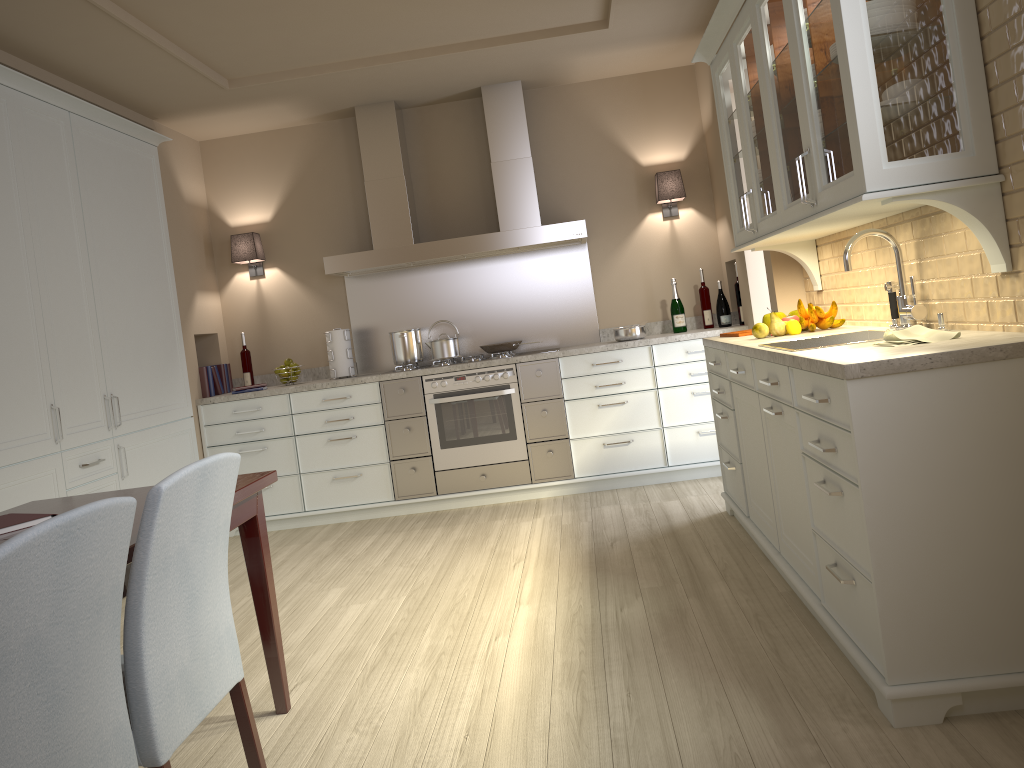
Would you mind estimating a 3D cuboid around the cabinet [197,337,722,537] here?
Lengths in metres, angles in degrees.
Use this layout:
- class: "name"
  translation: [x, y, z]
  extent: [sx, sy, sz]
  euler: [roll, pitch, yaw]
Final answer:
- class: "cabinet"
  translation: [-0.182, 0.277, 5.329]
  extent: [3.203, 0.794, 0.644]
  euler: [-8, 1, 4]

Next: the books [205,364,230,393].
- class: "books"
  translation: [-1.860, -0.027, 5.546]
  extent: [0.164, 0.183, 0.032]
  euler: [-8, 0, 4]

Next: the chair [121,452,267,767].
- class: "chair"
  translation: [-0.785, 0.587, 1.746]
  extent: [0.505, 0.828, 0.400]
  euler: [-8, 0, 4]

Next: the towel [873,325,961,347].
- class: "towel"
  translation: [1.055, -0.126, 2.313]
  extent: [0.171, 0.050, 0.164]
  euler: [-8, 4, -10]

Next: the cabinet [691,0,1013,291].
- class: "cabinet"
  translation: [1.030, -0.874, 3.076]
  extent: [0.411, 1.112, 1.933]
  euler: [-8, 3, 5]

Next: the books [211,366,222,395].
- class: "books"
  translation: [-1.871, -0.013, 5.390]
  extent: [0.165, 0.183, 0.091]
  euler: [-8, 1, 7]

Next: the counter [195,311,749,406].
- class: "counter"
  translation: [-0.235, -0.162, 5.319]
  extent: [3.841, 0.114, 0.580]
  euler: [-8, 4, 4]

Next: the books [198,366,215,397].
- class: "books"
  translation: [-1.870, -0.008, 5.295]
  extent: [0.164, 0.183, 0.032]
  euler: [-8, 0, 4]

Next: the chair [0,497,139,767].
- class: "chair"
  translation: [-0.817, 0.623, 1.291]
  extent: [0.505, 0.828, 0.400]
  euler: [-8, 0, 4]

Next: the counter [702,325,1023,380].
- class: "counter"
  translation: [1.080, -0.146, 3.058]
  extent: [0.522, 0.035, 2.204]
  euler: [-7, 4, 5]

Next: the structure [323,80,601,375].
- class: "structure"
  translation: [-0.341, -0.952, 5.372]
  extent: [1.557, 1.679, 0.447]
  euler: [-8, 0, 4]

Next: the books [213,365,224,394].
- class: "books"
  translation: [-1.869, -0.017, 5.423]
  extent: [0.164, 0.182, 0.092]
  euler: [-8, 1, 4]

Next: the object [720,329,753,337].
- class: "object"
  translation: [1.134, -0.240, 3.961]
  extent: [0.351, 0.020, 0.200]
  euler: [-9, 4, -11]

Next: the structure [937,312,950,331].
- class: "structure"
  translation: [1.246, -0.178, 2.556]
  extent: [0.029, 0.056, 0.029]
  euler: [-8, 1, -31]

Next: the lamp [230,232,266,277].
- class: "lamp"
  translation: [-1.663, -0.816, 5.592]
  extent: [0.169, 0.258, 0.192]
  euler: [-8, 1, 4]

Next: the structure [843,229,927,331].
- class: "structure"
  translation: [1.158, -0.322, 2.768]
  extent: [0.210, 0.337, 0.142]
  euler: [-8, 0, 14]

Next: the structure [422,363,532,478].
- class: "structure"
  translation: [-0.187, 0.217, 5.295]
  extent: [0.540, 0.696, 0.580]
  euler: [-8, 1, 4]

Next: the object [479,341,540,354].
- class: "object"
  translation: [-0.026, -0.220, 5.279]
  extent: [0.266, 0.051, 0.423]
  euler: [-10, 4, -28]

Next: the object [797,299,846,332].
- class: "object"
  translation: [1.182, -0.275, 3.471]
  extent: [0.181, 0.136, 0.196]
  euler: [-8, 3, -14]

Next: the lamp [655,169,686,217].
- class: "lamp"
  translation: [0.964, -1.163, 5.406]
  extent: [0.169, 0.258, 0.192]
  euler: [-8, 1, 4]

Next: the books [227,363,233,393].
- class: "books"
  translation: [-1.848, -0.029, 5.577]
  extent: [0.164, 0.183, 0.032]
  euler: [-8, 0, 4]

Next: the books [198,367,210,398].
- class: "books"
  translation: [-1.888, -0.002, 5.264]
  extent: [0.164, 0.183, 0.032]
  euler: [-8, 0, 4]

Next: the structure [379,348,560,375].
- class: "structure"
  translation: [-0.237, -0.151, 5.262]
  extent: [1.047, 0.031, 0.399]
  euler: [-8, 4, 4]

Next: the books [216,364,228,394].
- class: "books"
  translation: [-1.865, -0.023, 5.514]
  extent: [0.164, 0.183, 0.032]
  euler: [-8, 0, 4]

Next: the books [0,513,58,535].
- class: "books"
  translation: [-1.268, 0.349, 2.180]
  extent: [0.214, 0.017, 0.195]
  euler: [-5, 5, 34]

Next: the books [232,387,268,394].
- class: "books"
  translation: [-1.558, 0.037, 5.263]
  extent: [0.183, 0.017, 0.165]
  euler: [-8, 4, -6]

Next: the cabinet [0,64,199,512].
- class: "cabinet"
  translation: [-2.204, -0.135, 4.007]
  extent: [0.612, 2.339, 2.348]
  euler: [-8, 2, 5]

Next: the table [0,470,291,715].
- class: "table"
  translation: [-1.073, 0.705, 1.726]
  extent: [0.750, 0.679, 1.763]
  euler: [-8, 3, 5]

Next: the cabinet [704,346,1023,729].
- class: "cabinet"
  translation: [1.175, 0.249, 3.042]
  extent: [0.637, 0.793, 2.225]
  euler: [-8, 3, 5]

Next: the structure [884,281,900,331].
- class: "structure"
  translation: [1.253, -0.255, 2.887]
  extent: [0.056, 0.162, 0.043]
  euler: [-8, 0, 4]

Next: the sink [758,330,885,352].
- class: "sink"
  translation: [1.045, 0.065, 2.790]
  extent: [0.379, 0.415, 0.486]
  euler: [-8, 2, 4]

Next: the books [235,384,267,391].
- class: "books"
  translation: [-1.569, 0.020, 5.278]
  extent: [0.183, 0.017, 0.164]
  euler: [-10, 4, -26]
